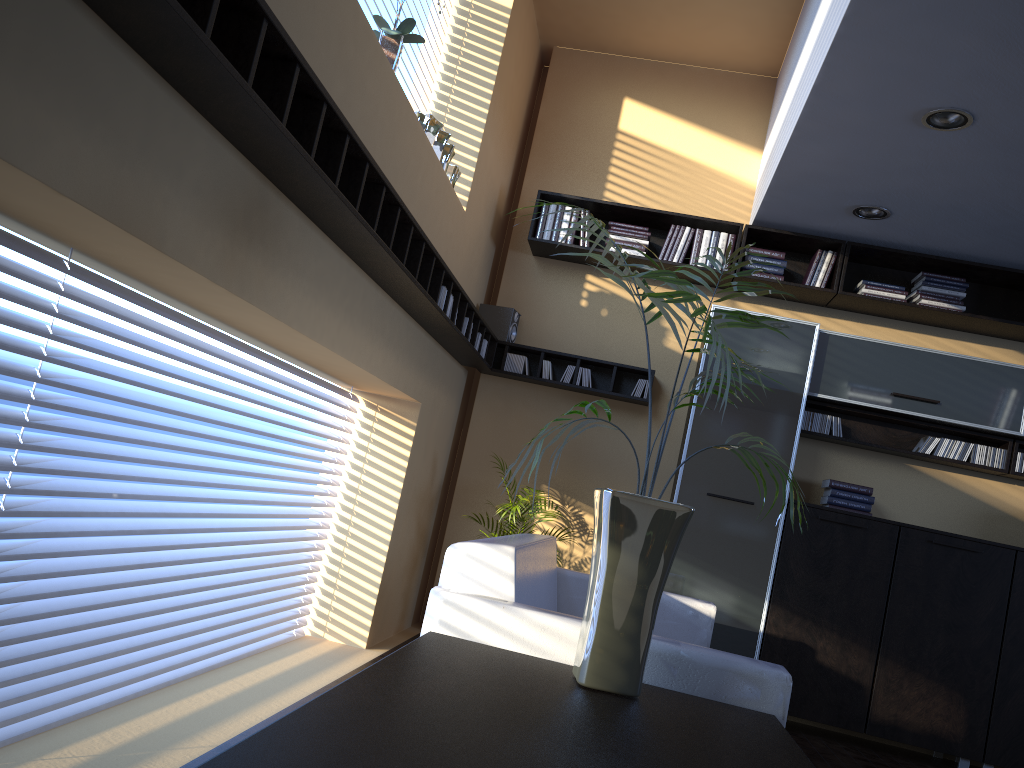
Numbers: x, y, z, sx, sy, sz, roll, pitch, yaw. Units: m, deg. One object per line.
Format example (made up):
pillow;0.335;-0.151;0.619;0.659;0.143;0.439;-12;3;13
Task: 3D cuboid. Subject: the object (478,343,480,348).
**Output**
object;-0.266;-0.255;5.362;0.142;0.120;0.009;11;-6;8

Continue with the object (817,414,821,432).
object;1.925;0.254;5.610;0.006;0.118;0.140;12;-6;9

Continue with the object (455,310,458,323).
object;-0.357;-0.366;4.630;0.140;0.115;0.036;11;-6;9

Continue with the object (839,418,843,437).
object;2.057;0.282;5.592;0.040;0.118;0.142;11;-6;8

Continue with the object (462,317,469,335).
object;-0.324;-0.324;4.902;0.142;0.118;0.040;11;-6;8

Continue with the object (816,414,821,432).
object;1.924;0.254;5.612;0.009;0.120;0.143;11;-6;9

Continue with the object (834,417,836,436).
object;2.023;0.275;5.597;0.030;0.119;0.142;12;-6;8

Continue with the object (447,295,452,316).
object;-0.379;-0.399;4.417;0.142;0.120;0.009;11;-6;8

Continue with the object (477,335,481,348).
object;-0.270;-0.259;5.331;0.142;0.119;0.030;11;-6;8

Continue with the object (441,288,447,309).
object;-0.399;-0.419;4.292;0.142;0.120;0.009;11;-6;9

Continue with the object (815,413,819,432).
object;1.915;0.252;5.611;0.006;0.118;0.140;11;-6;9

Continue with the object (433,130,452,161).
object;-0.410;-1.195;4.495;0.137;0.173;0.144;16;-7;-31

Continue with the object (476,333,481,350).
object;-0.269;-0.261;5.320;0.140;0.117;0.026;11;-6;8

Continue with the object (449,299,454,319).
object;-0.375;-0.386;4.502;0.142;0.118;0.040;11;-6;9

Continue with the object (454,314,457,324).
object;-0.358;-0.366;4.630;0.142;0.118;0.040;11;-6;8

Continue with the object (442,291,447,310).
object;-0.398;-0.415;4.322;0.140;0.118;0.006;11;-6;8

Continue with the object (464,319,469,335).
object;-0.323;-0.322;4.927;0.142;0.119;0.030;11;-6;8

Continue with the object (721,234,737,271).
object;1.392;-0.813;5.735;0.050;0.258;0.208;12;-6;8

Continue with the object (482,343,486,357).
object;-0.241;-0.229;5.530;0.142;0.120;0.009;11;-6;8

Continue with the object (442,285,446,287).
object;-0.400;-0.423;4.262;0.142;0.124;0.009;11;-6;8

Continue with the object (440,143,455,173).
object;-0.385;-1.167;4.671;0.137;0.173;0.145;12;-6;-1

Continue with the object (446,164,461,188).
object;-0.360;-1.121;4.895;0.117;0.149;0.124;11;-6;9

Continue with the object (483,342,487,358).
object;-0.236;-0.224;5.560;0.142;0.120;0.009;11;-6;8

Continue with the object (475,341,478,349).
object;-0.277;-0.264;5.312;0.142;0.119;0.030;11;-6;8

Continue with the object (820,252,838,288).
object;1.997;-0.692;5.649;0.075;0.259;0.208;12;-6;8

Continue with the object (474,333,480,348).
object;-0.277;-0.264;5.296;0.142;0.118;0.040;11;-6;8

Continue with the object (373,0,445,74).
object;-0.459;-1.576;3.685;0.352;0.693;0.438;14;-6;-12

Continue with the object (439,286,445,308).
object;-0.402;-0.423;4.262;0.142;0.120;0.009;11;-6;8

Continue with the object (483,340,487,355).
object;-0.238;-0.228;5.529;0.140;0.118;0.006;11;-6;8

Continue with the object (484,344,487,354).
object;-0.235;-0.224;5.559;0.140;0.118;0.006;11;-6;8

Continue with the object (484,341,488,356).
object;-0.234;-0.222;5.570;0.142;0.120;0.009;11;-6;9

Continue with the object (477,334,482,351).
object;-0.266;-0.257;5.341;0.142;0.119;0.030;11;-6;8

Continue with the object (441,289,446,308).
object;-0.400;-0.420;4.282;0.142;0.120;0.009;11;-6;8

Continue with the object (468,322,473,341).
object;-0.304;-0.305;5.031;0.142;0.119;0.030;11;-6;8

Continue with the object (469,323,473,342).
object;-0.301;-0.302;5.052;0.140;0.117;0.026;11;-6;8

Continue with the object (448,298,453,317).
object;-0.376;-0.393;4.458;0.142;0.120;0.009;11;-6;8

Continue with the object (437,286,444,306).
object;-0.407;-0.426;4.238;0.142;0.118;0.040;11;-6;8

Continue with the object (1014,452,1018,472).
object;3.068;0.483;5.441;0.009;0.120;0.142;12;-6;9

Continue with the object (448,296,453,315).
object;-0.380;-0.395;4.448;0.142;0.120;0.009;11;-6;8

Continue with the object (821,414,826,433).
object;1.954;0.260;5.607;0.009;0.120;0.142;12;-6;8

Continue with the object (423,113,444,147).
object;-0.430;-1.214;4.318;0.126;0.159;0.133;9;-7;29

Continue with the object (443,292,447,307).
object;-0.397;-0.413;4.332;0.140;0.118;0.006;11;-6;8

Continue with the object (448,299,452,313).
object;-0.379;-0.396;4.438;0.140;0.118;0.006;11;-6;8

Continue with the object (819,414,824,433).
object;1.944;0.259;5.611;0.009;0.120;0.142;11;-6;9

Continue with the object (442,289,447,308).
object;-0.399;-0.415;4.323;0.142;0.120;0.009;11;-6;8

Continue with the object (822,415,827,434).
object;1.963;0.262;5.606;0.009;0.120;0.143;11;-6;9

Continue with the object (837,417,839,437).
object;2.043;0.278;5.591;0.030;0.119;0.142;11;-6;9

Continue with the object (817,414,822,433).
object;1.935;0.257;5.614;0.009;0.120;0.142;11;-6;9

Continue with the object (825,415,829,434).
object;1.974;0.264;5.603;0.006;0.118;0.140;12;-6;9

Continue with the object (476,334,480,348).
object;-0.272;-0.261;5.321;0.142;0.119;0.030;11;-6;8

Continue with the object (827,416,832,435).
object;1.993;0.269;5.605;0.009;0.120;0.142;12;-6;9

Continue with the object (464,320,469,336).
object;-0.325;-0.320;4.948;0.142;0.119;0.030;11;-6;8

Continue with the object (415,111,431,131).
object;-0.452;-1.212;4.186;0.094;0.113;0.090;6;-8;44

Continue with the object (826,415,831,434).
object;1.983;0.266;5.602;0.009;0.120;0.142;12;-6;9

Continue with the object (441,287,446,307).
object;-0.400;-0.422;4.272;0.142;0.120;0.009;11;-6;9

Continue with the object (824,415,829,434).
object;1.973;0.264;5.606;0.009;0.120;0.142;12;-6;9

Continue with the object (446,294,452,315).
object;-0.382;-0.401;4.408;0.142;0.120;0.009;11;-6;8
